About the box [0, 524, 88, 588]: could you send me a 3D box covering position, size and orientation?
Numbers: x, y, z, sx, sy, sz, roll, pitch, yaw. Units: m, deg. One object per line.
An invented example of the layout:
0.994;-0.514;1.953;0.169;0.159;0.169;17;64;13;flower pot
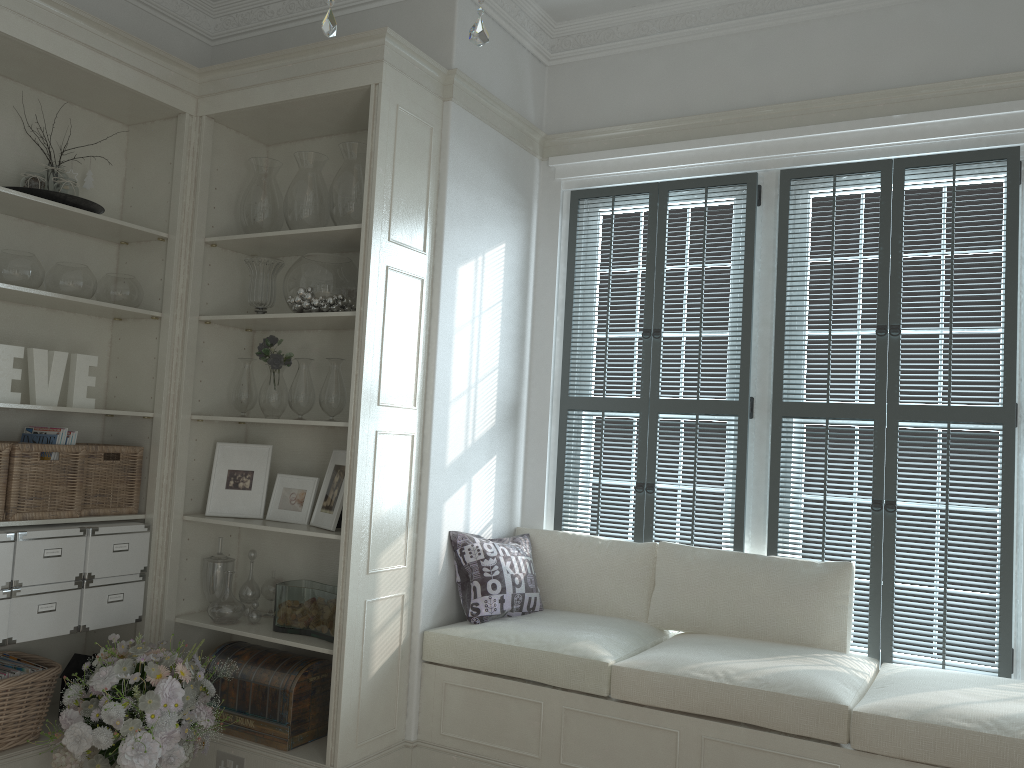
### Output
-1.801;0.607;3.232;0.400;0.191;0.270;1;-4;29;box

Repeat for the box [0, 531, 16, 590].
-1.925;0.584;2.982;0.400;0.191;0.270;1;-4;29;box

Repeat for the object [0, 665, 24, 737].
-1.860;1.121;3.155;0.274;0.238;0.088;1;-4;29;object

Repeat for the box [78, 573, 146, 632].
-1.677;0.820;3.453;0.400;0.191;0.270;1;-4;29;box

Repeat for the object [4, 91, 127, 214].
-1.717;-0.892;3.372;0.457;0.485;0.399;5;-4;-21;object

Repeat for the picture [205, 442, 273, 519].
-1.121;0.397;3.666;0.231;0.300;0.127;3;-4;-1;picture

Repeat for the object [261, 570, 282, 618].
-1.003;0.875;3.709;0.094;0.188;0.094;4;-4;-19;object

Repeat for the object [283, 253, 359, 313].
-0.749;-0.382;3.553;0.329;0.249;0.329;3;-4;4;object

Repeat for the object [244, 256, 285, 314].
-1.041;-0.390;3.700;0.168;0.256;0.168;4;-4;-13;object

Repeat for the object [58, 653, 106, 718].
-1.656;1.170;3.445;0.135;0.248;0.135;2;-4;19;object

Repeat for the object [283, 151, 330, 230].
-0.843;-0.763;3.665;0.193;0.362;0.193;2;-4;12;object

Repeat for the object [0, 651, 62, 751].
-1.901;1.126;3.084;0.408;0.263;0.554;1;-4;29;object

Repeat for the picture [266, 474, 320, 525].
-0.870;0.465;3.595;0.206;0.192;0.124;1;-4;24;picture

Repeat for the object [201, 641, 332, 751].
-0.941;1.185;3.440;0.475;0.297;0.290;1;-4;29;object

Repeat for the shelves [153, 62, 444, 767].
-0.859;0.094;3.546;0.972;2.523;0.399;1;-4;29;shelves

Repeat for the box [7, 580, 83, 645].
-1.811;0.797;3.212;0.400;0.191;0.270;1;-4;29;box

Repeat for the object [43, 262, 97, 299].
-1.692;-0.388;3.401;0.185;0.140;0.185;6;-5;-41;object

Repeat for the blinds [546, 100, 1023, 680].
1.492;0.071;3.437;3.076;2.238;0.141;1;-4;29;blinds

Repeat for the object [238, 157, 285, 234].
-1.062;-0.767;3.777;0.193;0.362;0.193;2;-4;12;object

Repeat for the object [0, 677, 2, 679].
-1.902;1.114;3.079;0.274;0.238;0.088;1;-4;29;object

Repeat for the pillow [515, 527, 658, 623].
0.299;0.839;3.885;0.695;0.360;0.187;1;-4;29;pillow

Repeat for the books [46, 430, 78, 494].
-1.781;0.319;3.280;0.221;0.306;0.205;1;-4;29;books

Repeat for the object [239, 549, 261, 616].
-1.091;0.827;3.700;0.088;0.271;0.088;1;-5;34;object

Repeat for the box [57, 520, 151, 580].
-1.661;0.631;3.461;0.400;0.191;0.270;1;-4;29;box

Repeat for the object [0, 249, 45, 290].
-1.796;-0.406;3.213;0.185;0.140;0.185;6;-5;-41;object

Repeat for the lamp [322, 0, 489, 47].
-0.072;-1.734;1.095;0.648;2.542;0.577;3;-4;-1;lamp

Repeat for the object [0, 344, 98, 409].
-1.729;-0.022;3.295;0.039;0.207;0.393;1;-4;29;object

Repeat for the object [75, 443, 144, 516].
-1.681;0.374;3.526;0.275;0.270;0.276;1;-4;29;object

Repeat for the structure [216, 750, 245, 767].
-1.042;1.411;3.277;0.140;0.084;0.010;1;-4;29;structure

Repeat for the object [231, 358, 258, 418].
-1.125;0.019;3.738;0.110;0.251;0.110;3;-4;1;object

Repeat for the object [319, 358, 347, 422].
-0.705;0.027;3.505;0.110;0.251;0.110;3;-4;1;object

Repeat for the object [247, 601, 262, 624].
-1.025;0.910;3.534;0.056;0.090;0.056;5;-4;-30;object

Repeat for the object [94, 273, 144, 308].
-1.589;-0.370;3.589;0.185;0.140;0.185;6;-5;-41;object

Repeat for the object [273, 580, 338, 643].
-0.730;0.873;3.415;0.387;0.180;0.171;1;-4;29;object

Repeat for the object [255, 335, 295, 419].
-0.989;-0.029;3.677;0.166;0.355;0.206;5;-4;-22;object

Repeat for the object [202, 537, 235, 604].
-1.217;0.795;3.671;0.129;0.315;0.129;1;-5;34;object

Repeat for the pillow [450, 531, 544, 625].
-0.039;0.815;3.726;0.229;0.398;0.550;0;-5;41;pillow

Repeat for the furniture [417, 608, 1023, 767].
1.208;1.194;2.995;3.150;0.459;0.837;1;-4;29;furniture

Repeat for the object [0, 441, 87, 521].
-1.790;0.351;3.267;0.275;0.270;0.276;1;-4;29;object

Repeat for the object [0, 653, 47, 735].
-1.821;1.128;3.226;0.274;0.238;0.088;1;-4;29;object

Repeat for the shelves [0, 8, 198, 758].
-1.787;0.025;3.275;0.399;2.523;0.992;1;-4;29;shelves

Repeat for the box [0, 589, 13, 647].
-1.933;0.774;2.974;0.400;0.191;0.270;1;-4;29;box

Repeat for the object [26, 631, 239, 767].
-1.264;1.167;3.006;0.570;0.643;0.544;2;-4;20;object

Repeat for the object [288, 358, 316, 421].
-0.847;0.024;3.584;0.110;0.251;0.110;3;-4;1;object

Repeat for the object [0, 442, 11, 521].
-1.942;0.327;3.033;0.275;0.270;0.276;1;-4;29;object

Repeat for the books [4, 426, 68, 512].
-1.800;0.305;3.245;0.221;0.306;0.205;1;-4;29;books

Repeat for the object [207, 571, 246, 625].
-1.135;0.850;3.539;0.148;0.200;0.148;3;-4;-3;object

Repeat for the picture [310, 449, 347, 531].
-0.671;0.405;3.417;0.124;0.300;0.202;6;-5;-36;picture

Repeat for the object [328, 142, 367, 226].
-0.630;-0.761;3.520;0.193;0.362;0.193;2;-4;12;object

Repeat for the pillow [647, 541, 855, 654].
0.937;0.847;3.527;0.787;0.360;0.193;1;-4;29;pillow
